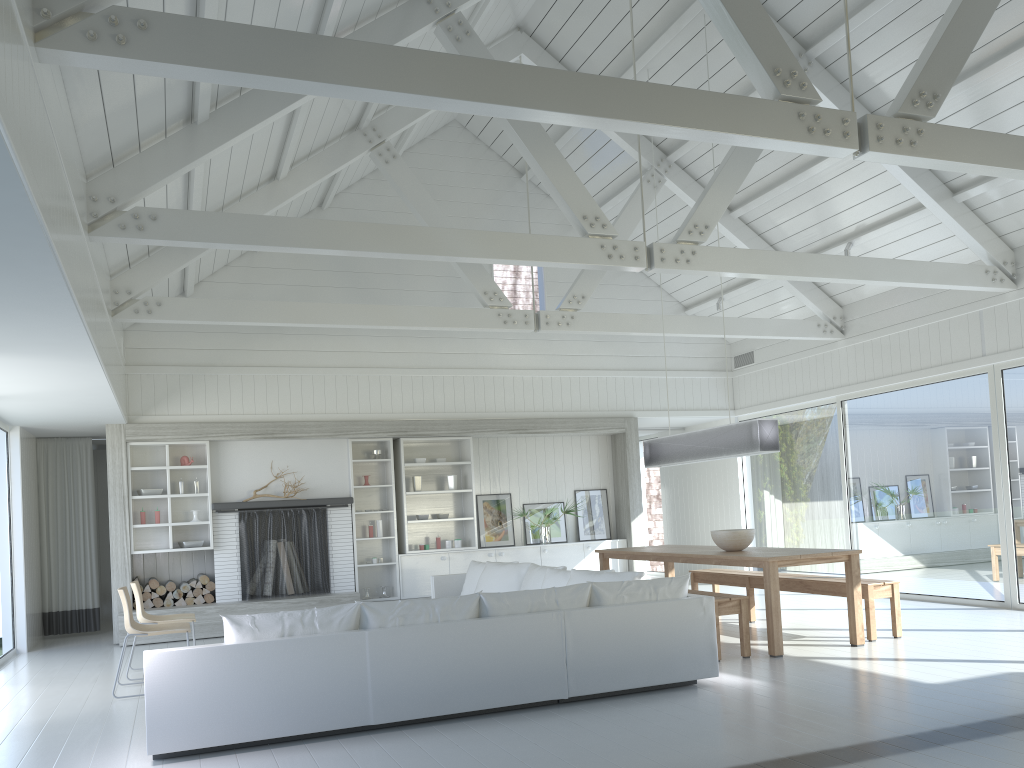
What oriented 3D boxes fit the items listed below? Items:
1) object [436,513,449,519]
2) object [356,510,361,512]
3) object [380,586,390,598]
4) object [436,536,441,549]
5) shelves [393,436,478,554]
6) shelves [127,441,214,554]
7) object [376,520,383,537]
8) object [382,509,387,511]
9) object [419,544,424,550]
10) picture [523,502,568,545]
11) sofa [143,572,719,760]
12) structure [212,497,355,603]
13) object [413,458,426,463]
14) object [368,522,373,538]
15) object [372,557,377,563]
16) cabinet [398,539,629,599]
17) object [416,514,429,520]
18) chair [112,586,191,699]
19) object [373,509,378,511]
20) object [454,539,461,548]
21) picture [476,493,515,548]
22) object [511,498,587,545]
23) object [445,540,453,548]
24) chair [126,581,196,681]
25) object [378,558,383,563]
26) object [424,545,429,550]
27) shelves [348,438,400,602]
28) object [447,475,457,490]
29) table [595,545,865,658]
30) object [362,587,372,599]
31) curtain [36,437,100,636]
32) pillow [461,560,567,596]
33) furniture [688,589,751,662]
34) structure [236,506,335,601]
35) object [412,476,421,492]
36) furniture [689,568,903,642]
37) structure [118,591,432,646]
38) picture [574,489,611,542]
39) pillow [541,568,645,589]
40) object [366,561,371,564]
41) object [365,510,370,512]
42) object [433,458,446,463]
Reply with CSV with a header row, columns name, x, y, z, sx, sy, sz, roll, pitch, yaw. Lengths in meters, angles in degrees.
name,x,y,z,sx,sy,sz,roll,pitch,yaw
object,-0.898,1.715,11.430,0.141,0.066,0.142,0,-8,-21
object,-1.885,1.564,10.833,0.054,0.025,0.055,0,-8,-21
object,-1.588,2.583,10.964,0.137,0.129,0.137,-5,-6,21
object,-0.940,2.004,11.251,0.054,0.195,0.054,-2,-3,-22
shelves,-1.019,1.436,11.400,0.938,1.437,0.609,-2,-3,-21
shelves,-3.927,1.304,10.142,0.864,1.234,0.552,-1,-4,-21
object,-1.653,1.801,10.985,0.072,0.210,0.072,-2,-3,-22
object,-1.612,1.591,11.114,0.054,0.025,0.055,0,-8,-21
object,-1.142,2.063,11.152,0.054,0.071,0.055,1,-6,-42
picture,0.449,1.882,11.912,0.608,0.551,0.054,-1,-3,-21
sofa,-1.010,1.921,7.088,3.474,0.734,4.169,0,-9,-21
structure,-2.772,2.059,10.667,1.615,1.280,0.865,-1,-5,-21
object,-1.173,0.982,11.213,0.141,0.066,0.142,0,-8,-21
object,-1.753,1.808,10.948,0.054,0.195,0.054,-2,-3,-22
object,-1.706,2.190,10.946,0.054,0.071,0.055,-1,-5,-22
cabinet,-0.001,2.429,11.712,3.179,0.548,0.658,0,-7,-21
object,-1.135,1.692,11.187,0.141,0.066,0.142,0,-8,-21
chair,-2.760,1.941,6.766,0.554,0.777,0.599,-1,-5,-21
object,-1.703,1.582,11.020,0.054,0.025,0.055,0,-8,-21
object,-0.694,2.043,11.312,0.085,0.111,0.086,-4,-5,14
picture,-0.216,1.804,11.648,0.494,0.700,0.066,-1,-3,-21
object,0.513,1.796,11.621,0.970,0.626,0.627,0,-6,-24
object,-0.806,2.061,11.341,0.091,0.095,0.090,-4,-5,12
chair,-2.987,2.063,7.514,0.554,0.777,0.599,-1,-5,-21
object,-1.636,2.195,10.971,0.058,0.060,0.058,-1,-5,-22
object,-1.087,2.072,11.201,0.058,0.060,0.058,2,-7,-44
shelves,-1.789,1.708,11.086,0.540,1.991,0.608,-2,-3,-21
object,-0.767,1.273,11.354,0.103,0.196,0.103,-5,-4,24
table,1.856,1.926,8.202,0.905,0.758,2.974,-1,-8,-21
object,-1.792,2.583,10.885,0.137,0.129,0.137,-5,-6,21
curtain,-5.350,1.815,10.622,0.629,2.360,0.117,-2,-2,-22
pillow,0.003,1.954,8.475,0.462,0.475,2.074,0,-8,-29
furniture,1.190,2.068,7.931,0.340,0.468,2.703,-1,-8,-21
structure,-2.645,1.981,10.337,1.097,1.058,0.117,-1,-3,-22
object,-1.204,1.271,11.184,0.102,0.196,0.103,-2,-4,-21
furniture,2.587,2.073,8.472,0.340,0.468,2.703,-1,-8,-21
structure,-1.567,2.775,11.414,6.344,0.345,1.898,0,-9,-21
picture,1.118,1.808,12.164,0.494,0.700,0.066,-1,-3,-21
pillow,0.564,1.694,6.910,0.465,0.475,1.328,0,-8,-30
object,-1.777,2.213,10.918,0.054,0.025,0.055,0,-8,-21
object,-1.794,1.573,10.927,0.054,0.025,0.055,0,-8,-21
object,-0.936,1.005,11.457,0.141,0.066,0.142,0,-8,-21
